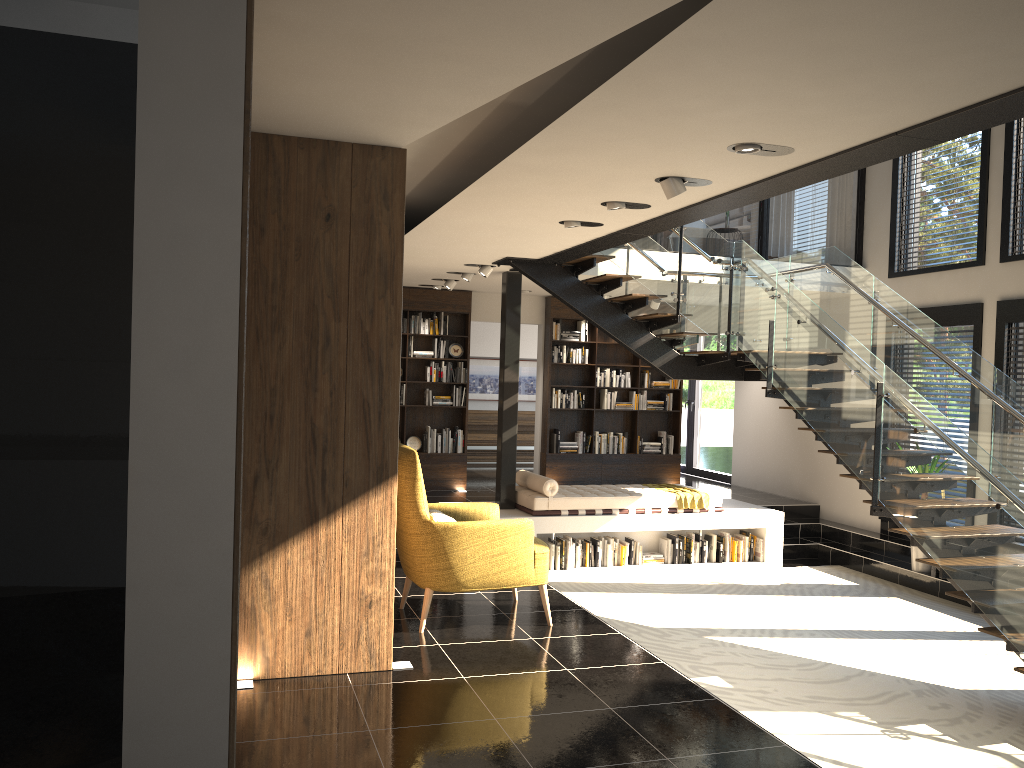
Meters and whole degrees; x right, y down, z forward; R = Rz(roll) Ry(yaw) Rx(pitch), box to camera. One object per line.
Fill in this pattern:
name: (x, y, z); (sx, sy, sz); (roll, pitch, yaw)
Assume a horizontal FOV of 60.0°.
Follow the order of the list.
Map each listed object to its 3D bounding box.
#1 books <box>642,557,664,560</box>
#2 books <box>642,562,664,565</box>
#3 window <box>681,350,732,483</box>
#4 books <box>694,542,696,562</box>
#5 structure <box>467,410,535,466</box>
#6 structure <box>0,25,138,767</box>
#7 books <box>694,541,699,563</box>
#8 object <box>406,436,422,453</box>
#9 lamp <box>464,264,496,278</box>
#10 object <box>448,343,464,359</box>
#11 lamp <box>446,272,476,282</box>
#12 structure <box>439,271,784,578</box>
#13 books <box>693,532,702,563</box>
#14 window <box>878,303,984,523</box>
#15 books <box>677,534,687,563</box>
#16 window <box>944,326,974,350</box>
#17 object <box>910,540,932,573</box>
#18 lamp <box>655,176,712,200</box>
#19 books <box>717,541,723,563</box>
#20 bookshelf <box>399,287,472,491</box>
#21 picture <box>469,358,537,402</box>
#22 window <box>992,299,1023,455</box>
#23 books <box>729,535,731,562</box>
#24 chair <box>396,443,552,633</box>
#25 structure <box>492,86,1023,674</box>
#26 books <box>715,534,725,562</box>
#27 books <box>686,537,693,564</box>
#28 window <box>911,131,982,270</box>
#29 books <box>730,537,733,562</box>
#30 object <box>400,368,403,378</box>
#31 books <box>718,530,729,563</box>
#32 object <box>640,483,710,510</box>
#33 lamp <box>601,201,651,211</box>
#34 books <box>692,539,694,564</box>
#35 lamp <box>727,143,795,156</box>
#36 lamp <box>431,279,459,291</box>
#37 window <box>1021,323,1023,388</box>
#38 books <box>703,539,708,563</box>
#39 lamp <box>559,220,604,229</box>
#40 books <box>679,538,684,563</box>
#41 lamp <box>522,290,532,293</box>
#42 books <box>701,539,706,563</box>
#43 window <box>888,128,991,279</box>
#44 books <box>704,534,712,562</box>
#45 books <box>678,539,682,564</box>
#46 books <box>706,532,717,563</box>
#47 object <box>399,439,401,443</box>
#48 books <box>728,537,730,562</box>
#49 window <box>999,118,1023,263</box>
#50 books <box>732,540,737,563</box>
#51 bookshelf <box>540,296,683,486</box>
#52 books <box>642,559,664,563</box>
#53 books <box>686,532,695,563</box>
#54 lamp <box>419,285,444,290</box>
books: (1.538, 1.932, 9.876); (0.274, 0.025, 0.156); (2, 0, -21)
books: (1.538, 1.981, 9.872); (0.257, 0.024, 0.167); (2, 0, -18)
window: (3.094, 0.299, 15.127); (0.184, 2.476, 2.980); (1, 1, -18)
books: (2.033, 1.894, 10.036); (0.026, 0.226, 0.132); (1, 1, -18)
structure: (-0.723, 0.936, 15.678); (6.277, 0.982, 0.885); (2, 1, -18)
structure: (-2.070, -0.049, 2.679); (1.964, 3.018, 6.660); (1, 1, -18)
books: (2.064, 1.892, 10.027); (0.028, 0.231, 0.158); (1, 1, -18)
object: (-1.306, 0.802, 11.810); (0.212, 0.222, 0.082); (2, 1, -18)
lamp: (-0.333, -1.236, 9.232); (0.346, 0.263, 0.195); (2, 1, -18)
object: (-0.756, -0.445, 11.956); (0.212, 0.222, 0.082); (2, 1, -18)
lamp: (-0.568, -1.264, 9.969); (0.346, 0.231, 0.195); (2, 1, -18)
structure: (1.171, 0.427, 10.095); (3.782, 3.245, 1.148); (2, 1, -18)
books: (2.095, 1.850, 10.031); (0.033, 0.318, 0.152); (1, 1, -18)
window: (4.783, 0.386, 9.925); (0.358, 2.476, 1.393); (1, 1, -18)
books: (1.908, 1.851, 9.974); (0.035, 0.305, 0.151); (1, 1, -18)
window: (4.853, 0.388, 9.939); (0.005, 2.298, 1.220); (1, 1, -18)
object: (4.317, 1.298, 9.321); (0.876, 1.338, 0.830); (1, 1, -29)
lamp: (0.985, -1.175, 5.091); (0.346, 0.247, 0.195); (2, 1, -18)
books: (2.321, 1.901, 10.086); (0.032, 0.229, 0.228); (1, 1, -18)
bookshelf: (-1.426, 0.070, 11.787); (1.703, 2.683, 0.273); (1, 1, -18)
picture: (-0.355, -0.075, 15.965); (3.543, 0.748, 0.035); (2, 1, -18)
window: (5.280, 0.409, 8.367); (0.358, 2.476, 1.498); (1, 1, -18)
books: (2.451, 1.868, 10.141); (0.021, 0.302, 0.167); (1, 1, -18)
chair: (-0.288, 0.939, 5.667); (1.031, 1.098, 0.807); (1, 1, -19)
structure: (2.401, 0.083, 6.500); (3.448, 4.869, 7.277); (1, 1, -18)
books: (2.373, 1.874, 10.138); (0.026, 0.284, 0.177); (1, 1, -18)
books: (1.971, 1.862, 9.964); (0.026, 0.287, 0.204); (1, 1, -18)
window: (4.941, -2.468, 9.881); (0.005, 2.298, 1.220); (1, 1, -18)
books: (2.473, 1.877, 10.146); (0.025, 0.285, 0.164); (1, 1, -18)
object: (-1.547, -0.151, 11.732); (0.212, 0.222, 0.082); (2, 1, -18)
books: (2.410, 1.850, 10.114); (0.028, 0.334, 0.205); (1, 1, -18)
object: (1.846, 1.451, 10.353); (0.466, 0.510, 1.166); (2, 1, -18)
lamp: (0.751, -1.222, 5.828); (0.346, 0.177, 0.195); (2, 1, -18)
books: (1.989, 1.870, 9.992); (0.027, 0.270, 0.187); (1, 1, -18)
lamp: (1.222, -1.207, 4.351); (0.346, 0.158, 0.195); (2, 1, -18)
lamp: (-0.804, -1.261, 10.708); (0.346, 0.263, 0.195); (2, 1, -18)
window: (5.350, 0.411, 8.380); (0.005, 2.298, 1.312); (1, 1, -18)
books: (2.158, 1.882, 10.036); (0.019, 0.256, 0.186); (1, 1, -18)
lamp: (0.515, -1.235, 6.568); (0.346, 0.177, 0.195); (2, 1, -18)
books: (1.878, 1.868, 9.961); (0.029, 0.268, 0.146); (1, 1, -18)
lamp: (0.150, -1.291, 11.840); (0.195, 0.158, 0.346); (2, 1, -18)
books: (2.131, 1.883, 10.027); (0.036, 0.253, 0.177); (1, 1, -18)
window: (4.871, -2.471, 9.866); (0.358, 2.476, 1.393); (1, 1, -18)
books: (2.211, 1.865, 10.083); (0.066, 0.294, 0.142); (1, 1, -18)
books: (1.853, 1.867, 9.944); (0.029, 0.268, 0.173); (1, 1, -18)
books: (2.260, 1.857, 10.084); (0.027, 0.312, 0.189); (1, 1, -18)
object: (-1.570, 0.794, 11.731); (0.212, 0.222, 0.082); (2, 1, -18)
books: (2.431, 1.877, 10.131); (0.023, 0.283, 0.175); (1, 1, -18)
window: (5.356, -2.445, 8.347); (0.358, 2.476, 1.393); (1, 1, -18)
books: (2.503, 1.896, 10.132); (0.025, 0.249, 0.208); (1, 1, -18)
bookshelf: (1.455, 0.153, 12.709); (2.090, 2.683, 0.273); (1, 1, -18)
books: (1.538, 1.957, 9.872); (0.261, 0.024, 0.167); (2, 0, -21)
books: (2.010, 1.843, 10.019); (0.029, 0.326, 0.153); (1, 1, -18)
lamp: (-1.039, -1.316, 11.448); (0.346, 0.177, 0.195); (2, 1, -18)
